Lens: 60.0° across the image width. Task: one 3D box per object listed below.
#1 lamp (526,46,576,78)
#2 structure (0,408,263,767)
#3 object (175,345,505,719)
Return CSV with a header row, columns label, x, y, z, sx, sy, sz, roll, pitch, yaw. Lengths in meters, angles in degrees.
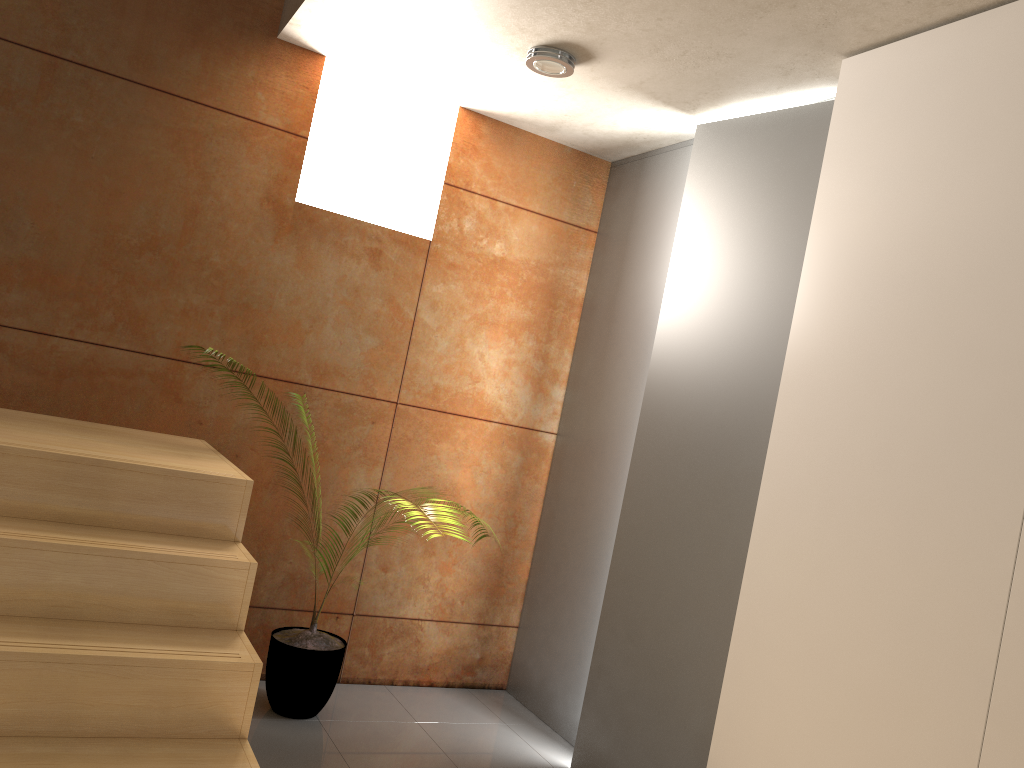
label,x,y,z,sx,sy,sz,roll,pitch,yaw
lamp,0.137,-1.138,3.132,0.173,0.044,0.173,12,-2,-22
structure,-1.489,0.491,1.970,1.950,1.110,2.400,12,-2,-27
object,0.085,0.770,0.878,4.200,1.455,6.200,12,-2,-27
